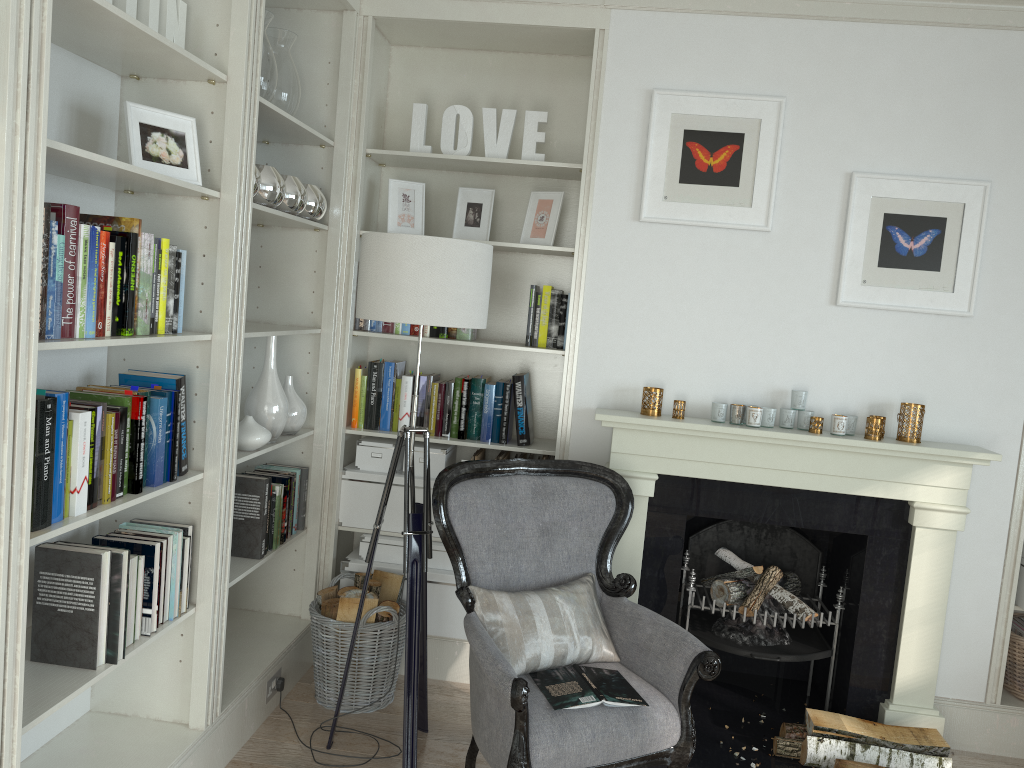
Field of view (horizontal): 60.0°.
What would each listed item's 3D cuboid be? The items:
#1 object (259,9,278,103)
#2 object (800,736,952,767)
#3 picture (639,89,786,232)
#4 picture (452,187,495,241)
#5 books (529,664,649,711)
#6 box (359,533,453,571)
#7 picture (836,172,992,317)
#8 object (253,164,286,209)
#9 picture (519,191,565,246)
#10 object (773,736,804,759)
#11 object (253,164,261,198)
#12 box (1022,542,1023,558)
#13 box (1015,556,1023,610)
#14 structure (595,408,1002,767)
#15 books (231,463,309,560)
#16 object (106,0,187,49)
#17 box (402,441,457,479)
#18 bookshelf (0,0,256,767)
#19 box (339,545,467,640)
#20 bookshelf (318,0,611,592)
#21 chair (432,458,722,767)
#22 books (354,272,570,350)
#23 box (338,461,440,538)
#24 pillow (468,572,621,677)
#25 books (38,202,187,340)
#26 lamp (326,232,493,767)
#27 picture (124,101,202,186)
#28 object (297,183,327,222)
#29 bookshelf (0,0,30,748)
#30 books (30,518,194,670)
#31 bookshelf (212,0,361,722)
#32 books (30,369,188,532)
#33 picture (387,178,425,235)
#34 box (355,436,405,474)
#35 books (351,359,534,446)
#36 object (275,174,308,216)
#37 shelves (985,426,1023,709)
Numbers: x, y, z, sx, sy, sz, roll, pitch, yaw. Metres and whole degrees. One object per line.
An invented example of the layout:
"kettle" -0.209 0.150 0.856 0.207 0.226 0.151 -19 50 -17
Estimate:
"object" -0.917 -1.117 3.107 0.193 0.362 0.193 4 5 -11
"object" 1.261 1.312 3.080 0.483 0.128 0.084 6 5 8
"picture" 0.756 -0.847 3.358 0.494 0.496 0.024 6 5 6
"picture" -0.159 -0.705 3.709 0.153 0.228 0.094 6 5 6
"books" 0.231 0.913 2.685 0.304 0.046 0.224 3 5 -19
"box" -0.316 0.695 3.722 0.608 0.099 0.219 6 5 6
"picture" 1.491 -0.519 3.301 0.494 0.496 0.024 6 5 6
"object" -0.853 -0.660 2.979 0.185 0.140 0.185 8 6 26
"picture" 0.127 -0.671 3.612 0.153 0.228 0.094 8 6 31
"object" 1.225 1.329 3.159 0.561 0.078 0.078 6 5 7
"object" -0.878 -0.643 2.766 0.185 0.140 0.185 8 6 26
"box" 2.114 0.577 3.497 0.270 0.191 0.400 6 5 6
"box" 2.102 0.767 3.513 0.270 0.191 0.400 6 5 6
"structure" 0.990 0.751 3.485 1.432 1.191 1.026 6 5 6
"books" -0.955 0.454 3.380 0.205 0.291 0.465 6 5 6
"object" -0.975 -0.941 2.091 0.034 0.180 0.790 6 5 6
"box" -0.350 0.316 3.806 0.179 0.126 0.264 6 5 6
"bookshelf" -1.063 -0.177 2.160 0.399 2.523 0.972 6 5 6
"box" -0.325 0.872 3.761 0.734 0.264 0.374 6 5 6
"bookshelf" -0.197 -0.238 3.725 0.988 2.523 0.399 6 5 6
"chair" 0.144 0.809 2.829 0.778 1.024 0.763 2 6 -29
"books" -0.186 -0.338 3.739 0.919 0.301 0.209 6 5 7
"box" -0.465 0.484 3.824 0.499 0.238 0.337 6 5 6
"pillow" 0.108 0.778 2.834 0.547 0.263 0.210 2 6 -33
"books" -1.031 -0.274 2.149 0.201 0.301 0.691 6 5 7
"lamp" -0.350 0.396 2.960 0.429 1.739 0.429 9 6 39
"picture" -0.950 -0.639 2.378 0.124 0.188 0.202 9 6 36
"object" -0.805 -0.693 3.405 0.185 0.140 0.185 8 6 26
"bookshelf" -1.172 -0.102 1.197 0.399 2.523 0.972 6 5 6
"books" -1.052 0.532 2.394 0.205 0.291 0.465 6 5 6
"bookshelf" -0.953 -0.253 3.123 0.399 2.523 0.972 6 5 6
"books" -1.062 0.133 2.204 0.207 0.302 0.762 6 5 7
"picture" -0.440 -0.727 3.673 0.153 0.228 0.094 3 5 -19
"box" -0.552 0.296 3.827 0.179 0.126 0.264 6 5 6
"books" -0.277 0.066 3.767 0.763 0.302 0.215 6 5 7
"object" -0.829 -0.676 3.192 0.185 0.140 0.185 8 6 26
"shelves" 2.441 0.023 3.446 0.992 2.523 0.399 6 5 6
